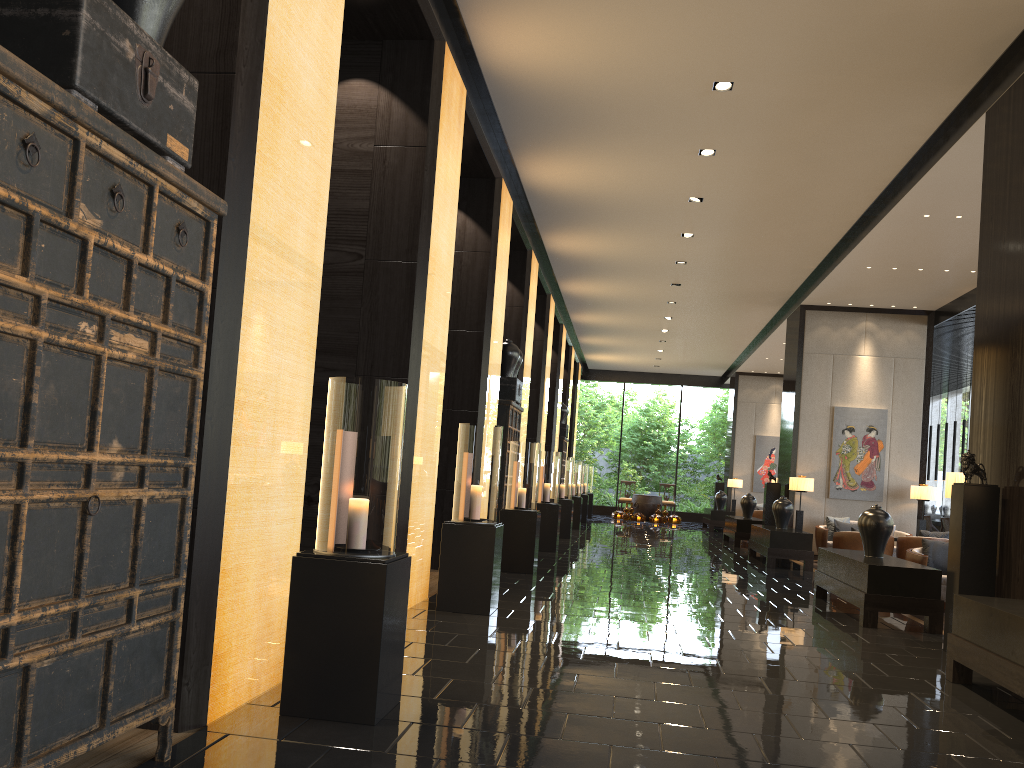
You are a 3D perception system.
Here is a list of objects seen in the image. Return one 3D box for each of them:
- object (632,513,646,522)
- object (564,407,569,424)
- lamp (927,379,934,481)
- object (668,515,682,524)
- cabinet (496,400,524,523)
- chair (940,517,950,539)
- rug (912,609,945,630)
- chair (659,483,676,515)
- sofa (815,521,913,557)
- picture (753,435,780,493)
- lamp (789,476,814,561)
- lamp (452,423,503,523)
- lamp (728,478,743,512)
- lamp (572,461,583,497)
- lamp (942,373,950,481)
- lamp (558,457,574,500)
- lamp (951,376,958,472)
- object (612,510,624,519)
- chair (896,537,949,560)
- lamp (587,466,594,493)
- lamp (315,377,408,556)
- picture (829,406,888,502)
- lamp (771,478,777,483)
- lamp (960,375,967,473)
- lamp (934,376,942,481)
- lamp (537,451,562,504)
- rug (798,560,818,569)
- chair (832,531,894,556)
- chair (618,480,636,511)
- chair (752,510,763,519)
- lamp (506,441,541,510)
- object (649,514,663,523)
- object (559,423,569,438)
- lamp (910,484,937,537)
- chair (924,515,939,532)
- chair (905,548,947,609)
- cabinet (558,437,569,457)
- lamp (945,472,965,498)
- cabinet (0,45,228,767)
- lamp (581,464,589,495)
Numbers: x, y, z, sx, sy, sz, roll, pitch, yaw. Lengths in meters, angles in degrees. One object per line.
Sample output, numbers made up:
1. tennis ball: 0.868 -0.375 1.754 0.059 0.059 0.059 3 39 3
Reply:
1. object: 3.463 3.627 24.140 0.369 0.228 0.371 1 -6 30
2. object: 1.138 0.679 20.176 0.312 0.491 0.312 5 -3 -11
3. lamp: 9.617 1.012 20.321 0.060 2.414 0.060 5 -3 -27
4. object: 4.512 3.746 24.565 0.370 0.228 0.370 6 -5 -20
5. cabinet: -0.258 1.201 11.195 0.547 1.918 1.191 4 -3 8
6. chair: 8.351 2.936 16.680 0.563 0.825 0.527 4 -3 8
7. rug: 4.725 2.201 7.966 2.039 0.008 2.251 3 -6 8
8. chair: 4.469 3.425 25.609 0.520 1.073 0.538 4 -3 8
9. sofa: 5.493 2.513 13.906 1.448 0.691 0.605 3 -4 8
10. picture: 6.815 2.123 23.321 0.834 1.498 0.037 4 -2 8
11. lamp: 4.606 2.146 14.181 0.374 1.347 0.376 3 -3 27
12. lamp: -0.261 0.675 6.718 0.337 0.727 0.337 5 -3 -19
13. lamp: 5.785 3.131 23.086 0.374 1.347 0.376 2 -3 37
14. lamp: 1.279 1.961 18.348 0.336 0.727 0.338 4 -3 10
15. lamp: 9.484 0.900 19.314 0.060 2.414 0.060 5 -3 -27
16. lamp: 0.894 1.640 15.441 0.336 0.727 0.338 4 -3 10
17. lamp: 9.417 0.844 18.806 0.060 2.414 0.060 5 -3 -27
18. object: 2.989 3.658 24.790 0.369 0.228 0.371 2 -5 25
19. chair: 5.721 2.397 12.142 0.803 0.602 0.608 4 -4 8
20. lamp: 2.049 2.604 24.163 0.337 0.727 0.337 4 -3 -5
21. lamp: -0.646 0.353 3.811 0.337 0.727 0.337 5 -3 -19
22. picture: 5.634 1.137 14.401 0.834 1.498 0.037 4 -2 8
23. lamp: 4.843 2.344 15.972 0.374 1.347 0.376 3 -3 27
24. lamp: 9.349 0.788 18.297 0.060 2.414 0.060 5 -3 -27
25. lamp: 9.550 0.956 19.817 0.060 2.414 0.060 5 -3 -27
26. lamp: 0.509 1.318 12.533 0.336 0.727 0.338 4 -3 10
27. rug: 5.399 2.764 13.058 1.957 0.008 2.251 3 -6 8
28. chair: 4.875 2.347 12.257 0.803 0.602 0.608 4 -4 8
29. chair: 3.353 3.359 25.760 0.520 1.073 0.538 4 -3 8
30. chair: 6.058 3.335 21.194 0.803 0.602 0.608 4 -4 8
31. lamp: 0.124 0.997 9.626 0.336 0.727 0.338 3 -3 13
32. object: 3.919 3.654 24.082 0.369 0.228 0.371 3 -5 10
33. object: 1.095 1.064 19.985 0.365 0.314 0.608 4 -5 8
34. lamp: 6.448 2.255 13.931 0.374 1.347 0.376 3 -3 27
35. chair: 8.492 3.053 17.741 0.563 0.825 0.527 4 -3 8
36. chair: 4.340 1.966 8.865 0.803 0.602 0.608 4 -4 8
37. cabinet: 0.898 2.167 19.927 0.547 1.918 1.191 4 -3 8
38. lamp: 3.672 1.383 7.133 0.376 1.315 0.375 6 -3 -38
39. cabinet: -1.408 0.240 2.509 0.547 1.918 1.191 4 -3 8
40. lamp: 1.664 2.283 21.256 0.336 0.727 0.338 4 -3 10
